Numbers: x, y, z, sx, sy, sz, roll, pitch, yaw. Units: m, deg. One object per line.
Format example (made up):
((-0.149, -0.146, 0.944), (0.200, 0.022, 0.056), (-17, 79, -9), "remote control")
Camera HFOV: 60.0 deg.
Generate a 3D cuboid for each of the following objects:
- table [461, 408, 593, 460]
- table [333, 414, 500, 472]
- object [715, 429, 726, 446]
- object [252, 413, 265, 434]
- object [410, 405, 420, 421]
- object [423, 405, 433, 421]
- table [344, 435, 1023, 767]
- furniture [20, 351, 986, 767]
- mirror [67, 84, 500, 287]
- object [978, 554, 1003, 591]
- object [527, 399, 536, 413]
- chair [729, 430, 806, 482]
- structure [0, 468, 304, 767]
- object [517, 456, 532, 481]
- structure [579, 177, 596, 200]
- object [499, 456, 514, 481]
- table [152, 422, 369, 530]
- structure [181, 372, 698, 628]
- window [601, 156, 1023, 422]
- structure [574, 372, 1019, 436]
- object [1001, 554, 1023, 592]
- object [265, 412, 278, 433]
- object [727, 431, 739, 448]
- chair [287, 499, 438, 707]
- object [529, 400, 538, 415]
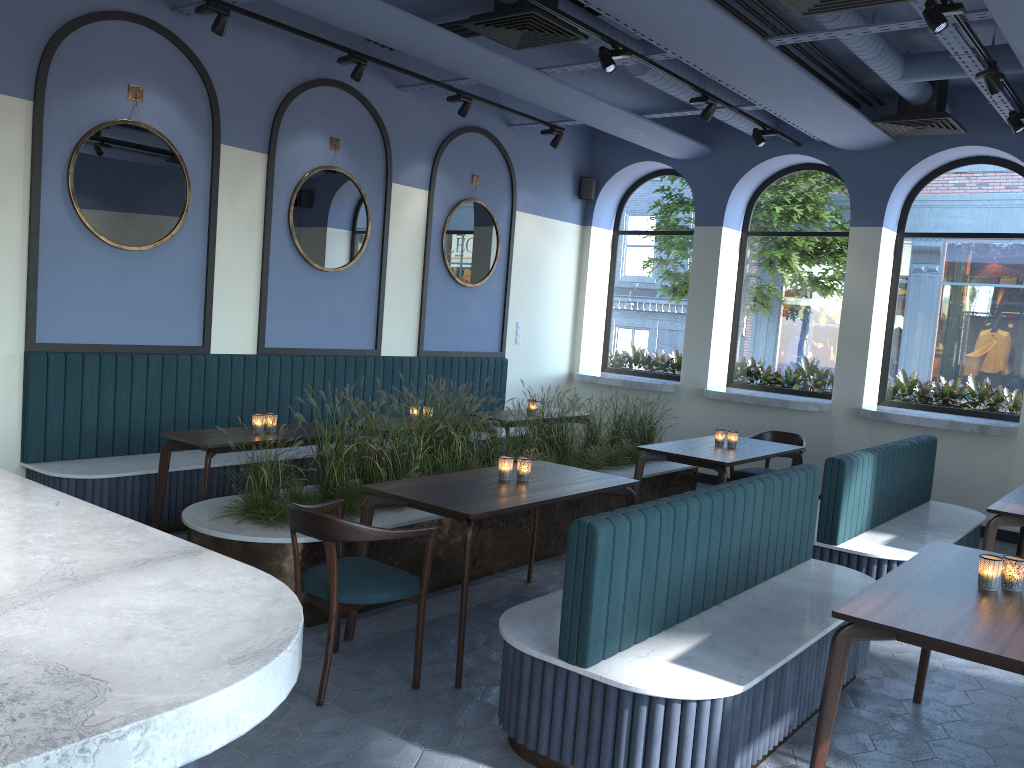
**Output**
((0.149, 0.637, 7.843), (0.548, 0.755, 1.332), (8, 6, 38), "table")
((-0.711, 0.659, 6.739), (0.548, 0.755, 1.332), (8, 6, 38), "table")
((1.566, 0.402, 6.674), (0.078, 0.120, 0.078), (1, 6, -35), "object")
((-1.585, 0.247, 5.544), (0.078, 0.120, 0.078), (1, 6, -35), "object")
((-0.735, 0.220, 6.704), (0.078, 0.120, 0.078), (6, 5, 21), "object")
((-0.639, 0.226, 6.721), (0.078, 0.120, 0.078), (6, 5, 21), "object")
((0.708, 1.103, 2.619), (3.997, 0.755, 9.778), (6, 5, 21), "table")
((0.232, 0.591, 6.036), (4.703, 1.150, 4.800), (8, 6, 38), "furniture")
((-1.458, -1.469, 7.313), (0.026, 1.089, 4.357), (8, 6, 38), "mirror")
((1.755, 0.694, 3.259), (0.078, 0.120, 0.078), (6, 5, 21), "object")
((0.168, 0.199, 7.835), (0.078, 0.120, 0.078), (6, 5, 21), "object")
((2.171, 0.809, 7.451), (0.618, 0.793, 0.525), (8, 6, 37), "chair")
((-2.482, -0.542, 0.931), (3.220, 3.800, 3.653), (8, 6, 38), "structure")
((0.062, 0.447, 4.665), (0.078, 0.120, 0.078), (6, 5, 21), "object")
((-0.175, -1.767, 3.529), (7.261, 0.268, 13.143), (6, 5, 21), "structure")
((-0.034, 0.441, 4.648), (0.078, 0.120, 0.078), (6, 5, 21), "object")
((-1.558, 0.680, 5.651), (0.548, 0.755, 1.285), (8, 6, 38), "table")
((-0.033, 0.524, 6.242), (1.143, 1.207, 4.878), (8, 6, 39), "structure")
((3.263, -0.595, 3.575), (3.897, 2.394, 14.212), (4, 5, -2), "window")
((2.949, 0.609, 3.650), (4.315, 0.080, 14.155), (4, 5, -1), "structure")
((1.851, 0.700, 3.277), (0.078, 0.120, 0.078), (6, 5, 21), "object")
((-1.529, 0.245, 5.624), (0.078, 0.120, 0.078), (1, 6, -35), "object")
((1.645, 0.413, 6.618), (0.078, 0.120, 0.078), (1, 6, -35), "object")
((-0.701, 0.883, 3.764), (0.618, 0.793, 0.525), (8, 6, 37), "chair")
((0.185, 0.208, 7.739), (0.078, 0.120, 0.078), (6, 5, 21), "object")
